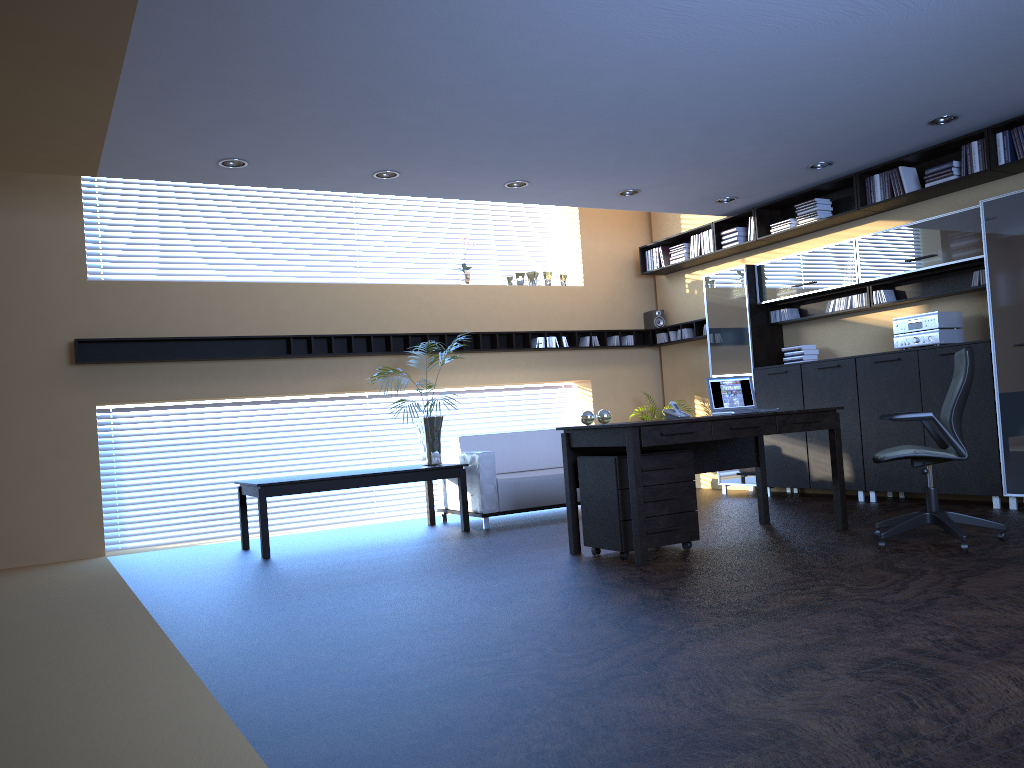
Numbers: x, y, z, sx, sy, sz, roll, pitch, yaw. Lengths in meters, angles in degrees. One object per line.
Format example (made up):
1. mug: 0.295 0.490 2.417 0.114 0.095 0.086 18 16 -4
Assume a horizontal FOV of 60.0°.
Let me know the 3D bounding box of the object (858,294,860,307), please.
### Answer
1. object: 3.285 -0.777 8.278 0.142 0.120 0.009 -3 -1 -29

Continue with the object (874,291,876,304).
1. object: 3.373 -0.791 8.121 0.140 0.118 0.006 -3 -1 -29

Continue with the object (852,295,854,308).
1. object: 3.253 -0.772 8.341 0.142 0.120 0.009 -3 -1 -29

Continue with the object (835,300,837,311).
1. object: 3.163 -0.758 8.516 0.140 0.116 0.036 -3 -1 -29

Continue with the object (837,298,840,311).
1. object: 3.173 -0.760 8.488 0.142 0.118 0.040 -3 -1 -29

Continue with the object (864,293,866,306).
1. object: 3.321 -0.783 8.217 0.142 0.120 0.009 -3 -1 -28

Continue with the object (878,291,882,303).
1. object: 3.401 -0.794 8.078 0.140 0.117 0.026 -3 -1 -29

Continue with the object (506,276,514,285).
1. object: -0.023 -1.195 10.368 0.089 0.113 0.094 -4 -2 7

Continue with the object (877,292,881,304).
1. object: 3.390 -0.793 8.096 0.142 0.120 0.009 -3 -1 -29

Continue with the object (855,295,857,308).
1. object: 3.270 -0.775 8.304 0.142 0.120 0.009 -3 -1 -29

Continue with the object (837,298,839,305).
1. object: 3.174 -0.760 8.500 0.142 0.118 0.040 -3 -1 -29

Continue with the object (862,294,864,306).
1. object: 3.312 -0.781 8.247 0.142 0.120 0.009 -3 -1 -29

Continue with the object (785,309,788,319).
1. object: 2.863 -0.712 9.069 0.142 0.120 0.030 -3 -1 -29

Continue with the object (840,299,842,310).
1. object: 3.193 -0.763 8.464 0.142 0.118 0.040 -3 -1 -28

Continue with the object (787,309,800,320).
1. object: 2.872 -0.713 9.045 0.142 0.118 0.040 -3 -1 -29

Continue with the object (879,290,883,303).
1. object: 3.403 -0.795 8.068 0.142 0.120 0.030 -3 -1 -29

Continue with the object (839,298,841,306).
1. object: 3.182 -0.761 8.481 0.140 0.116 0.036 -3 -1 -29

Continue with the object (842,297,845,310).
1. object: 3.200 -0.764 8.434 0.142 0.118 0.040 -3 -1 -29

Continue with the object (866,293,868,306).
1. object: 3.328 -0.784 8.198 0.142 0.120 0.009 -3 -1 -29

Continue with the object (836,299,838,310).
1. object: 3.165 -0.759 8.506 0.140 0.116 0.036 -3 -1 -29

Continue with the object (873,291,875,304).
1. object: 3.365 -0.790 8.128 0.140 0.118 0.006 -3 -1 -29

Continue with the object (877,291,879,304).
1. object: 3.389 -0.793 8.095 0.140 0.118 0.006 -3 -1 -29

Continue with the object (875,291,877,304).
1. object: 3.375 -0.791 8.112 0.142 0.120 0.009 -3 -1 -29

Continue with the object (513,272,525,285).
1. object: 0.091 -1.224 10.431 0.133 0.159 0.126 -4 -2 -8

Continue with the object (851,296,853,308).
1. object: 3.250 -0.772 8.351 0.142 0.120 0.009 -3 -1 -29

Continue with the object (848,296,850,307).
1. object: 3.231 -0.769 8.381 0.140 0.116 0.036 -3 -1 -29

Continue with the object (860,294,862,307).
1. object: 3.296 -0.779 8.261 0.142 0.120 0.009 -3 -1 -29

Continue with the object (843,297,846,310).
1. object: 3.207 -0.765 8.425 0.140 0.116 0.036 -3 -1 -29

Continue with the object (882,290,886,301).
1. object: 3.422 -0.797 8.038 0.140 0.116 0.036 -3 -1 -28

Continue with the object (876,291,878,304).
1. object: 3.385 -0.792 8.105 0.142 0.120 0.009 -3 -1 -28

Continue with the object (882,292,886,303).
1. object: 3.417 -0.796 8.052 0.142 0.120 0.030 -3 -1 -28

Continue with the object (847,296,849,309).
1. object: 3.230 -0.768 8.393 0.142 0.118 0.040 -3 -1 -29

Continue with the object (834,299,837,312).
1. object: 3.155 -0.757 8.524 0.142 0.118 0.040 -3 -1 -29

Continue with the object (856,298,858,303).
1. object: 3.278 -0.776 8.297 0.142 0.120 0.009 -3 -1 -29

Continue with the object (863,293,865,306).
1. object: 3.316 -0.782 8.226 0.142 0.120 0.009 -3 -1 -29

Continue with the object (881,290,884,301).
1. object: 3.415 -0.796 8.050 0.140 0.117 0.026 -3 -1 -28

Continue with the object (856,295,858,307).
1. object: 3.276 -0.776 8.295 0.140 0.118 0.006 -3 -1 -29

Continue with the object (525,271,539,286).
1. object: 0.246 -1.238 10.520 0.137 0.173 0.144 -5 -2 22

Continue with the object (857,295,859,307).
1. object: 3.286 -0.777 8.290 0.142 0.120 0.009 -3 -1 -29

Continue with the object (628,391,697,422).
1. object: 1.798 0.659 10.426 0.841 1.240 0.689 -4 -1 5

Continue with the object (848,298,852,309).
1. object: 3.238 -0.770 8.374 0.142 0.118 0.040 -3 -1 -29

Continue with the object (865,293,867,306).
1. object: 3.330 -0.784 8.211 0.142 0.120 0.009 -3 -1 -29

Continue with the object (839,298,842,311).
1. object: 3.185 -0.762 8.472 0.142 0.118 0.040 -3 -1 -29

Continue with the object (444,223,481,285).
1. object: -0.517 -1.463 10.118 0.352 0.695 0.437 -5 -2 41

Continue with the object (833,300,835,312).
1. object: 3.150 -0.756 8.533 0.142 0.118 0.040 -3 -1 -29

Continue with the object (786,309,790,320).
1. object: 2.862 -0.713 9.057 0.142 0.120 0.030 -3 -1 -29

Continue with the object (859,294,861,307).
1. object: 3.299 -0.779 8.274 0.142 0.120 0.009 -3 -1 -29

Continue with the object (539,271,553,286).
1. object: 0.404 -1.246 10.603 0.144 0.173 0.137 -3 -2 -38

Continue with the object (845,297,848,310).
1. object: 3.217 -0.767 8.409 0.142 0.118 0.040 -3 -1 -29

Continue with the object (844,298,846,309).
1. object: 3.211 -0.765 8.428 0.142 0.118 0.040 -3 -1 -29

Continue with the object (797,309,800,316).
1. object: 2.877 -0.713 9.048 0.140 0.116 0.036 -3 -1 -29

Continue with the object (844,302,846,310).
1. object: 3.219 -0.766 8.421 0.142 0.118 0.040 -3 -1 -29

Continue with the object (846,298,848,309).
1. object: 3.226 -0.768 8.402 0.142 0.118 0.040 -3 -1 -29

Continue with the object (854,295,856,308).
1. object: 3.268 -0.774 8.326 0.140 0.118 0.006 -3 -1 -28

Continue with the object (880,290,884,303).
1. object: 3.409 -0.795 8.060 0.142 0.120 0.030 -3 -1 -29

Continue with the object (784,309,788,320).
1. object: 2.855 -0.711 9.076 0.142 0.120 0.030 -3 -1 -29

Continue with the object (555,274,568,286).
1. object: 0.605 -1.244 10.712 0.124 0.149 0.118 -3 -2 -28

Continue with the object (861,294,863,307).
1. object: 3.302 -0.780 8.253 0.142 0.120 0.009 -3 -1 -29

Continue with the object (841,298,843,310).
1. object: 3.192 -0.763 8.452 0.140 0.116 0.036 -3 -1 -29

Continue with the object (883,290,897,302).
1. object: 3.424 -0.796 8.039 0.142 0.118 0.040 -3 -1 -29
